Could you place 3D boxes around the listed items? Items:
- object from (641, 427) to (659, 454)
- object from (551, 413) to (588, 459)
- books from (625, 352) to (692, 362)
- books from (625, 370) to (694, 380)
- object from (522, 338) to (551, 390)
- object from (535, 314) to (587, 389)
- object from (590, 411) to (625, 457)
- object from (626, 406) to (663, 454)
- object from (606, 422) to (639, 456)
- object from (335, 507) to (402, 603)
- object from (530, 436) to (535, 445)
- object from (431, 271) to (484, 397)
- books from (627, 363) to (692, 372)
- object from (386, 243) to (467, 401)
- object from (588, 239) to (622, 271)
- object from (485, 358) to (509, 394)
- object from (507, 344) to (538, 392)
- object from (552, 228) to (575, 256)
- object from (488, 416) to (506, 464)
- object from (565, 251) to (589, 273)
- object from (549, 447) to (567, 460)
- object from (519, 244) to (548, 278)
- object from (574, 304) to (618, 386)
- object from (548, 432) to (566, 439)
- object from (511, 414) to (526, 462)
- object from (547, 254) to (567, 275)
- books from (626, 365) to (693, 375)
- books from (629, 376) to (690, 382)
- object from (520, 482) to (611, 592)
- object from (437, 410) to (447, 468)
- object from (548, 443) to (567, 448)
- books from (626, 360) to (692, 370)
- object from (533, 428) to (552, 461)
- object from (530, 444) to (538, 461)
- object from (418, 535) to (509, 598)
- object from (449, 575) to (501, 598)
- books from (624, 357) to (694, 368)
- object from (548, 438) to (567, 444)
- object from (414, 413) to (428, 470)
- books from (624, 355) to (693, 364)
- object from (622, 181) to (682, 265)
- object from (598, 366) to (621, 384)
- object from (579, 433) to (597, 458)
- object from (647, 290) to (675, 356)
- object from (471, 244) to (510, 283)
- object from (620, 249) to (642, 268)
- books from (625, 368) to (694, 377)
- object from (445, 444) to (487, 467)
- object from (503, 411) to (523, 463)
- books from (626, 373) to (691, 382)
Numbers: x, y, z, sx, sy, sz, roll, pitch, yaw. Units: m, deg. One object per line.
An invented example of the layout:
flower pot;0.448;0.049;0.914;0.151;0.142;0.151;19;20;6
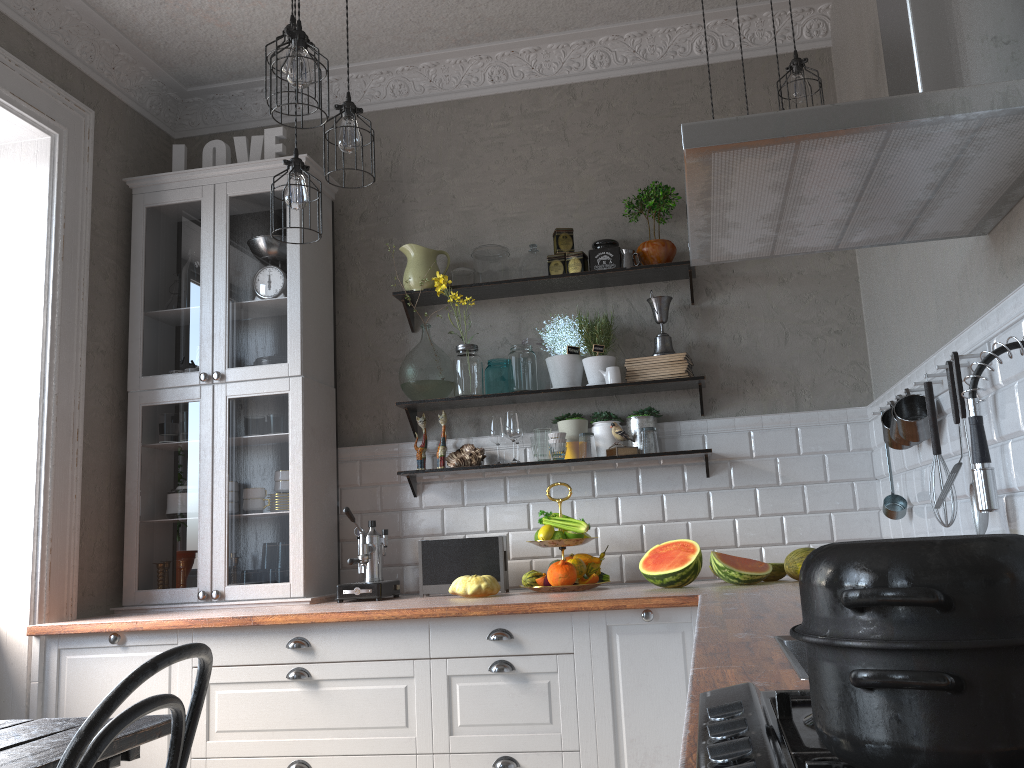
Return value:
object;0.563;0.234;3.634;0.077;0.108;0.078;-4;-10;4
object;0.249;0.225;3.793;0.158;0.216;0.155;-1;-10;-10
books;0.621;-0.100;3.752;0.258;0.011;0.159;-6;-11;16
books;0.625;-0.026;3.739;0.257;0.016;0.160;-8;-11;22
object;0.098;-0.066;3.928;0.130;0.264;0.133;-6;-10;16
object;0.243;-0.136;3.851;0.240;0.354;0.238;-8;-11;28
object;0.404;0.217;3.775;0.170;0.214;0.150;-11;-13;40
object;0.567;0.206;3.757;0.158;0.213;0.154;-4;-10;8
object;0.459;0.230;3.672;0.120;0.146;0.099;1;-11;-21
object;-0.598;0.686;3.577;0.204;0.370;0.356;-5;-10;11
object;0.118;0.269;3.801;0.076;0.083;0.079;-8;-11;28
object;-0.234;-0.212;3.799;0.191;0.539;0.281;-3;-10;3
books;0.623;-0.058;3.745;0.259;0.011;0.159;-6;-10;13
object;-0.398;-0.257;3.882;0.339;0.674;0.333;1;-11;-21
object;0.414;-0.539;3.878;0.141;0.174;0.143;-5;-10;10
object;-0.056;-0.019;3.884;0.125;0.172;0.127;-6;-10;14
object;0.045;-0.060;3.780;0.122;0.206;0.127;-9;-12;33
object;0.225;-0.614;3.864;0.083;0.113;0.082;-1;-10;-9
object;-0.061;0.249;3.822;0.082;0.216;0.081;-2;-10;-3
object;0.285;-0.507;3.844;0.081;0.113;0.084;-7;-11;20
object;0.191;0.289;3.661;0.077;0.051;0.077;-4;-10;3
object;0.102;-0.524;3.989;0.142;0.220;0.137;3;-12;-29
object;0.361;-0.167;3.781;0.187;0.380;0.166;3;-11;-28
object;0.189;0.230;3.672;0.077;0.051;0.077;-3;-10;-4
object;0.023;0.241;3.804;0.082;0.216;0.081;-2;-10;-3
object;0.200;-0.499;3.862;0.082;0.113;0.083;-5;-10;10
books;0.624;-0.047;3.743;0.258;0.011;0.159;-6;-11;16
books;0.626;-0.004;3.735;0.259;0.011;0.159;-6;-10;13
object;0.197;0.601;3.501;0.353;0.425;0.351;-2;-10;-4
object;-0.299;0.246;3.848;0.063;0.264;0.052;6;-14;-42
object;0.191;0.272;3.664;0.077;0.051;0.077;-4;-10;3
books;0.623;-0.069;3.747;0.258;0.011;0.159;-6;-11;16
object;0.132;0.259;3.722;0.080;0.139;0.078;0;-11;-16
object;0.119;0.301;3.795;0.076;0.083;0.079;-8;-11;28
object;-0.196;0.738;3.586;0.349;0.226;0.089;-5;-10;9
object;-0.141;0.766;3.361;0.195;0.083;0.191;-5;-10;11
books;0.622;-0.079;3.749;0.257;0.016;0.160;-8;-11;22
object;0.190;0.255;3.667;0.076;0.051;0.078;-9;-12;29
object;-0.398;0.258;3.881;0.054;0.264;0.061;0;-11;-18
books;0.622;-0.090;3.751;0.258;0.016;0.160;-7;-11;19
object;0.626;-0.677;3.815;0.256;0.397;0.246;-10;-12;35
object;0.420;-0.032;3.682;0.104;0.071;0.064;-12;-13;40
object;0.314;0.260;3.701;0.077;0.108;0.078;-4;-10;4
object;0.638;-0.249;3.770;0.131;0.287;0.130;-2;-10;-4
object;-0.093;-0.507;3.923;0.176;0.184;0.168;5;-13;-40
object;0.504;-0.527;3.758;0.092;0.096;0.075;-5;-10;11
books;0.624;-0.037;3.741;0.258;0.016;0.160;-7;-11;19
object;-0.200;0.307;3.795;0.178;0.111;0.095;-1;-10;-12
object;0.007;0.226;3.716;0.082;0.216;0.081;-2;-10;-3
books;0.625;-0.016;3.737;0.258;0.011;0.159;-6;-11;16
